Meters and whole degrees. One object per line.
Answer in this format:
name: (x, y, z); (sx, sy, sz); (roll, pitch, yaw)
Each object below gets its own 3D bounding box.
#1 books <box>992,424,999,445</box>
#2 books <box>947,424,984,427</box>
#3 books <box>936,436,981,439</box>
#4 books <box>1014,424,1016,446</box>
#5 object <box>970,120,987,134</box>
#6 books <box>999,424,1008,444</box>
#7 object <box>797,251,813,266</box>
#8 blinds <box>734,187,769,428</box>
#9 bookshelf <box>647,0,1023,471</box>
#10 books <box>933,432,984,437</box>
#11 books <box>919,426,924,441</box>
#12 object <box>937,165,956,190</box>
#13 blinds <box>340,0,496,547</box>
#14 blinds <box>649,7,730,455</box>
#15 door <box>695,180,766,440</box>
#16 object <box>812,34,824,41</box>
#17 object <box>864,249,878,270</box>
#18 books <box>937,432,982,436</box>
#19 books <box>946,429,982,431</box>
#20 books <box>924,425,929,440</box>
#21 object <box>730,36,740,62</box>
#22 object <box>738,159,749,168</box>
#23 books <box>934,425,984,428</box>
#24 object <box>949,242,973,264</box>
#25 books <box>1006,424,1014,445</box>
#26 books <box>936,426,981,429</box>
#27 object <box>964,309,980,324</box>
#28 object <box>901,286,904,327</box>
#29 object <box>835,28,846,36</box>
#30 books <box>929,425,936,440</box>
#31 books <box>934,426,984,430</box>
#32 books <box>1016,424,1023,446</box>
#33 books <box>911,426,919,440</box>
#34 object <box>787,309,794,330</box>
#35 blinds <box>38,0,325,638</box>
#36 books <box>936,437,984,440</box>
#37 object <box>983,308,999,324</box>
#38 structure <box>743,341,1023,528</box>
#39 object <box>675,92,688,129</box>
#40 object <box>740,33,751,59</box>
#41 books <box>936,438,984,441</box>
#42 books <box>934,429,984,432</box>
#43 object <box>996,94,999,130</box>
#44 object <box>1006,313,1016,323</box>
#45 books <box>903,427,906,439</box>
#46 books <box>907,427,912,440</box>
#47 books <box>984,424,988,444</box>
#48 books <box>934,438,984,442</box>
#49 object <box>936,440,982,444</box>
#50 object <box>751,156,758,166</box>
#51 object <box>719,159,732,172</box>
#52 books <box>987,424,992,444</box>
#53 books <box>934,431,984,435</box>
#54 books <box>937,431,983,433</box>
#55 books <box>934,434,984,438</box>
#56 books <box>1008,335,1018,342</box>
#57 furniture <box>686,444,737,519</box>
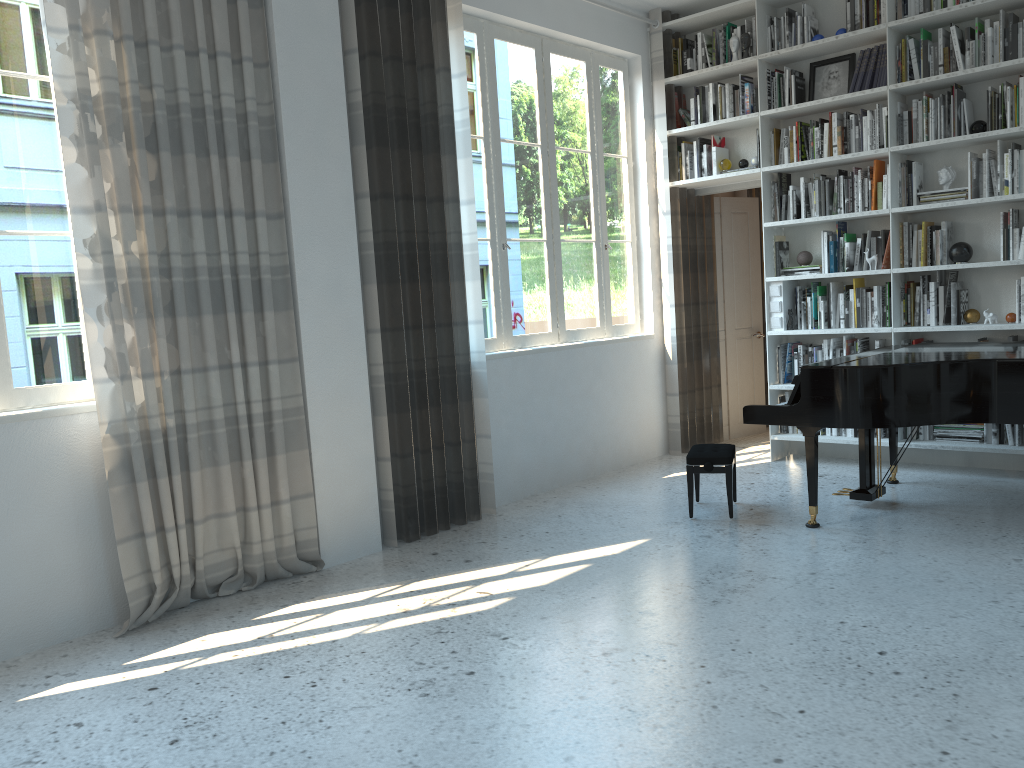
books: (2.949, 0.255, 5.376); (0.029, 0.202, 0.178); (2, 8, 42)
books: (2.805, 0.245, 5.525); (0.285, 0.007, 0.159); (1, 7, 42)
books: (2.807, 0.320, 5.532); (0.254, 0.007, 0.160); (1, 7, 43)
books: (3.028, 0.242, 5.300); (0.011, 0.232, 0.174); (2, 8, 42)
object: (2.753, -1.505, 5.228); (0.097, 0.098, 0.097); (-4, 6, 1)
books: (2.977, 0.236, 5.364); (0.028, 0.238, 0.136); (2, 8, 42)
object: (1.996, -0.855, 6.046); (0.105, 0.107, 0.105); (-2, 6, 20)
blinds: (2.152, -1.244, 7.643); (0.140, 3.235, 0.775); (2, 8, 42)
bookshelf: (3.520, -0.983, 4.587); (6.296, 3.146, 0.330); (1, 8, 42)
books: (2.802, 0.308, 5.522); (0.159, 0.007, 0.285); (-8, 7, -42)
books: (2.637, 0.234, 5.661); (0.023, 0.232, 0.164); (2, 8, 42)
object: (2.652, -1.260, 5.413); (0.121, 0.157, 0.095); (-7, 7, -34)
blinds: (-0.497, -0.807, 4.723); (0.140, 3.235, 0.775); (2, 8, 42)
blinds: (1.366, -1.114, 6.776); (0.140, 3.235, 0.775); (2, 8, 42)
door: (1.941, -0.531, 6.925); (0.834, 1.983, 0.785); (2, 8, 42)
object: (2.003, -2.242, 5.798); (0.082, 0.083, 0.082); (-2, 6, 20)
object: (2.273, -0.790, 5.617); (0.081, 0.140, 0.044); (-1, 7, 26)
books: (2.803, 0.301, 5.523); (0.254, 0.007, 0.160); (0, 7, 38)
books: (2.805, 0.272, 5.526); (0.254, 0.007, 0.160); (1, 7, 43)
books: (2.661, 0.235, 5.651); (0.027, 0.227, 0.139); (2, 8, 42)
object: (1.527, -2.282, 6.072); (0.067, 0.198, 0.067); (-4, 6, -5)
object: (1.637, -1.553, 6.265); (0.071, 0.072, 0.071); (-2, 6, 20)
books: (2.804, 0.252, 5.524); (0.285, 0.007, 0.159); (1, 7, 43)
object: (2.729, -0.796, 5.391); (0.134, 0.135, 0.133); (-4, 6, 1)
books: (3.002, 0.230, 5.325); (0.062, 0.253, 0.177); (2, 8, 42)
books: (2.804, 0.259, 5.524); (0.254, 0.007, 0.160); (1, 7, 43)
object: (2.802, -0.412, 5.401); (0.091, 0.092, 0.091); (-2, 6, 20)
object: (2.518, -0.499, 5.664); (0.012, 0.254, 0.160); (2, 8, 42)
object: (2.120, -2.240, 5.693); (0.082, 0.083, 0.082); (-2, 6, 20)
books: (2.679, 0.208, 5.630); (0.027, 0.282, 0.129); (2, 8, 42)
books: (2.799, 0.266, 5.518); (0.285, 0.007, 0.159); (0, 7, 37)
books: (3.030, 0.222, 5.285); (0.012, 0.275, 0.180); (2, 8, 42)
books: (2.612, 0.256, 5.691); (0.053, 0.184, 0.148); (2, 8, 42)
object: (1.896, -0.438, 6.043); (0.045, 0.147, 0.045); (-5, 6, -9)
blinds: (-1.384, -0.679, 3.739); (0.183, 3.265, 1.024); (2, 8, 41)
books: (2.809, 0.327, 5.534); (0.254, 0.007, 0.160); (1, 7, 42)
object: (2.847, -0.403, 5.272); (0.078, 0.095, 0.060); (-7, 7, -31)
structure: (2.348, 0.253, 4.415); (1.918, 0.834, 1.333); (1, 7, 42)
object: (1.244, -2.000, 6.553); (0.035, 0.296, 0.176); (2, 8, 42)
object: (1.587, -2.281, 6.018); (0.067, 0.198, 0.067); (-4, 6, -5)
books: (2.804, 0.335, 5.529); (0.160, 0.007, 0.254); (-9, 7, -43)
books: (2.801, 0.280, 5.521); (0.285, 0.007, 0.159); (0, 7, 38)
object: (2.857, -1.574, 5.191); (0.010, 0.226, 0.142); (2, 8, 42)
object: (2.941, -0.389, 5.221); (0.061, 0.062, 0.061); (-4, 6, 1)
books: (2.563, 0.204, 5.738); (0.012, 0.285, 0.159); (2, 8, 42)
books: (2.587, 0.248, 5.721); (0.025, 0.198, 0.160); (2, 8, 42)
books: (2.907, 0.229, 5.406); (0.012, 0.254, 0.160); (2, 8, 42)
books: (2.810, 0.340, 5.536); (0.285, 0.007, 0.159); (1, 7, 42)
object: (2.806, 0.348, 5.532); (0.254, 0.007, 0.160); (2, 7, 45)
object: (1.702, -1.550, 6.179); (0.071, 0.072, 0.071); (-2, 6, 20)
object: (1.518, -1.557, 6.306); (0.087, 0.088, 0.086); (-4, 6, 1)
books: (2.933, 0.221, 5.402); (0.031, 0.266, 0.144); (2, 8, 42)
books: (2.806, 0.293, 5.526); (0.285, 0.007, 0.159); (1, 7, 44)
books: (2.802, 0.287, 5.522); (0.254, 0.007, 0.160); (0, 7, 38)
books: (2.802, 0.314, 5.526); (0.285, 0.007, 0.159); (0, 7, 38)
books: (2.995, -0.140, 5.301); (0.025, 0.294, 0.134); (2, 8, 42)
furniture: (1.106, 0.521, 4.893); (0.240, 0.354, 0.466); (-2, 6, 17)
